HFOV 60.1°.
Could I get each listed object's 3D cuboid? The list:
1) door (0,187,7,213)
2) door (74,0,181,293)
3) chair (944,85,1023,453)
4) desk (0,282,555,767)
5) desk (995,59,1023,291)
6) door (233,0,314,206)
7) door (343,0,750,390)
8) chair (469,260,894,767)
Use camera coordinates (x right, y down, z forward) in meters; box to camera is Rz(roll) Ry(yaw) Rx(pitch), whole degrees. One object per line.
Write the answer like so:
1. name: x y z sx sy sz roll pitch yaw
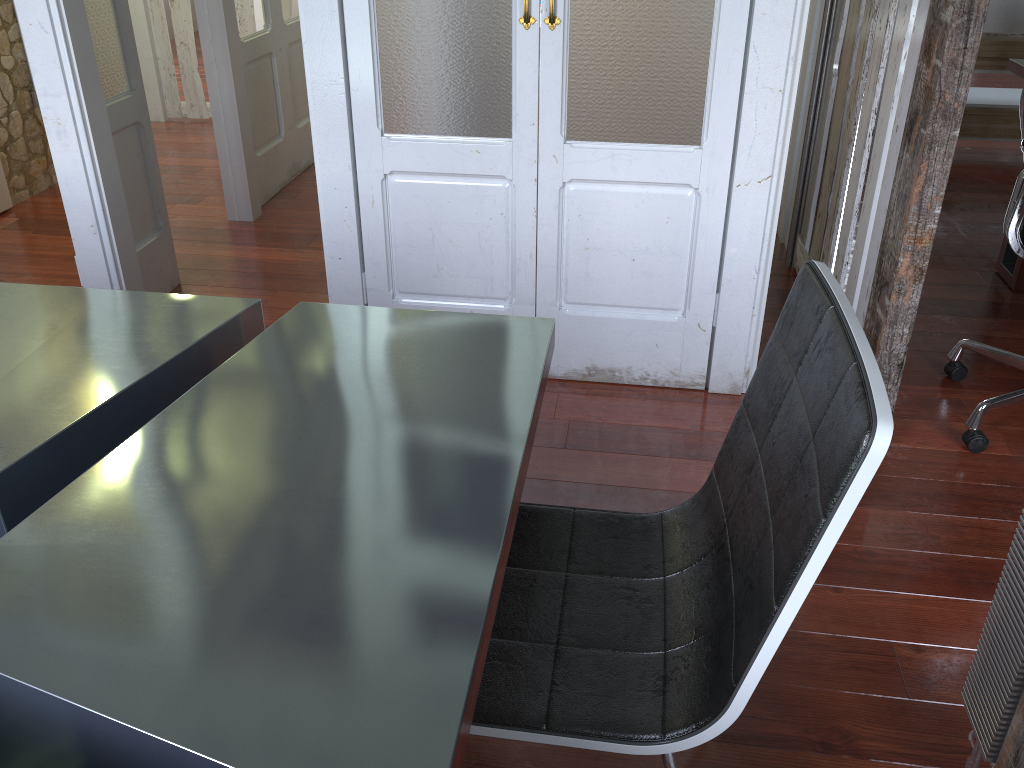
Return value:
1. door: -2.377 -1.538 3.150 0.145 2.167 0.888 4 29 7
2. door: -1.750 -1.127 2.498 1.190 2.132 0.492 -9 29 -16
3. chair: 1.556 -0.310 2.216 0.699 0.999 0.681 1 29 2
4. desk: -0.874 0.464 1.219 1.713 0.639 1.479 4 30 7
5. desk: 2.399 -0.274 2.434 1.301 0.711 2.565 4 30 7
6. door: -1.115 -1.947 4.019 0.041 2.038 1.101 4 29 7
7. door: 0.073 -0.969 2.222 1.058 2.130 0.041 4 28 7
8. chair: 0.096 0.311 1.237 0.602 0.898 0.486 4 29 7
